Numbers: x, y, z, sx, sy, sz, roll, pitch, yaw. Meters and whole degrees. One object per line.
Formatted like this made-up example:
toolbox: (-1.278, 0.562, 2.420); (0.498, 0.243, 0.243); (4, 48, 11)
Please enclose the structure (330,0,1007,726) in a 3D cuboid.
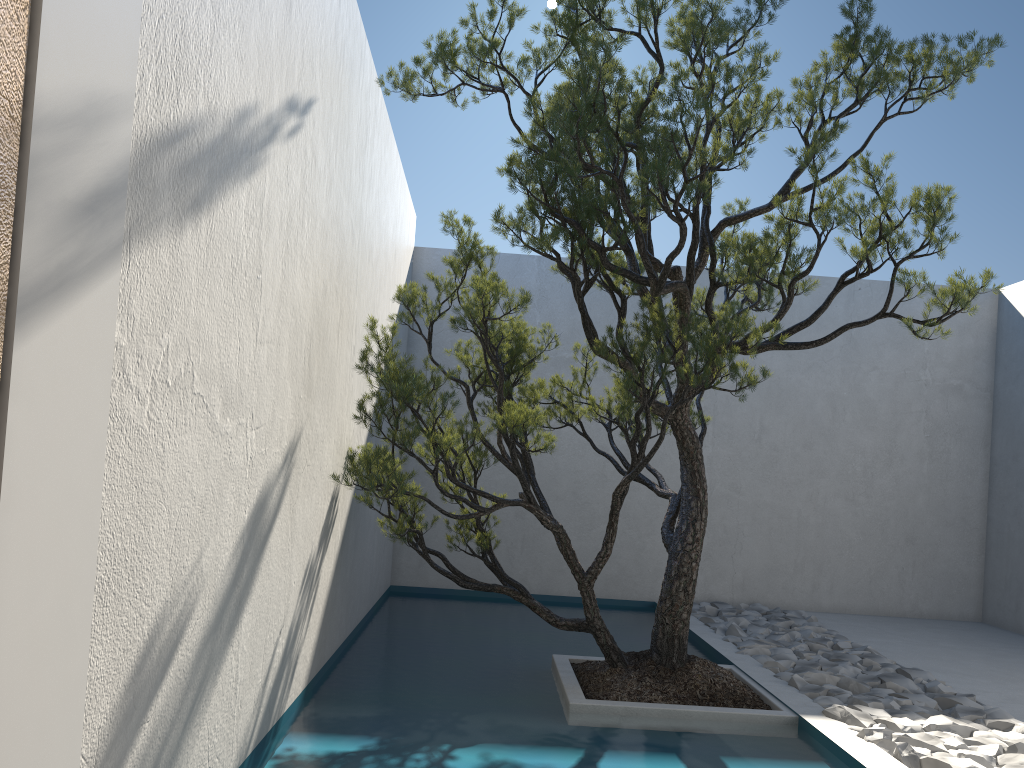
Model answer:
structure: (0.538, -0.060, 4.143); (2.588, 3.459, 2.526); (4, -3, -8)
